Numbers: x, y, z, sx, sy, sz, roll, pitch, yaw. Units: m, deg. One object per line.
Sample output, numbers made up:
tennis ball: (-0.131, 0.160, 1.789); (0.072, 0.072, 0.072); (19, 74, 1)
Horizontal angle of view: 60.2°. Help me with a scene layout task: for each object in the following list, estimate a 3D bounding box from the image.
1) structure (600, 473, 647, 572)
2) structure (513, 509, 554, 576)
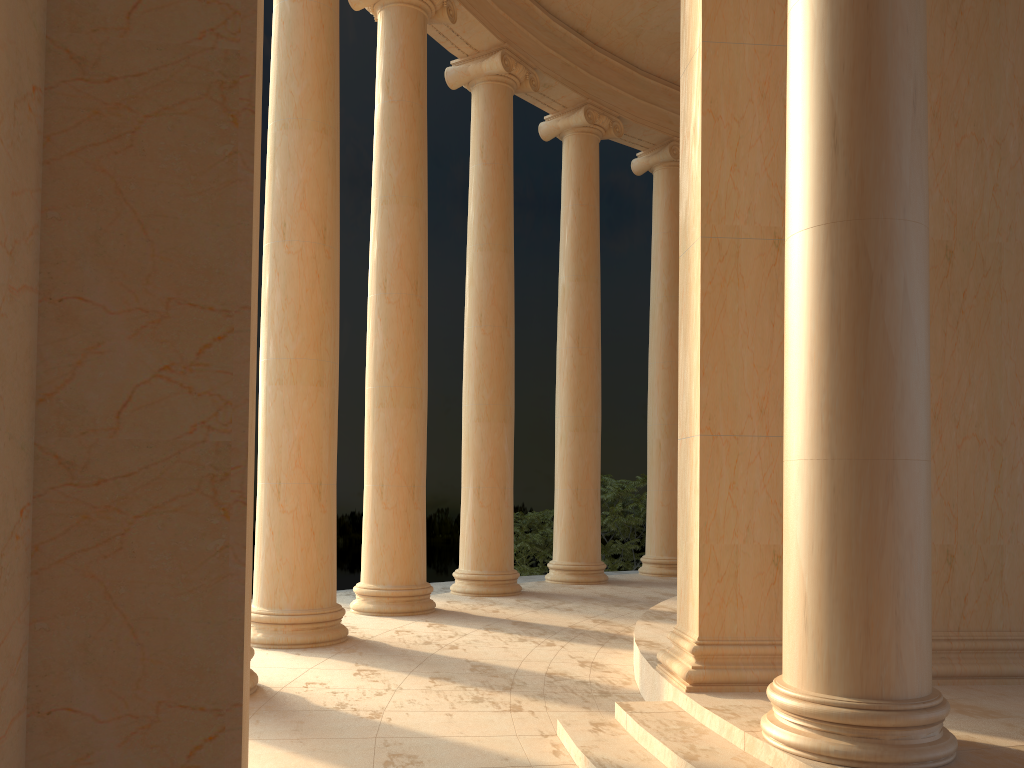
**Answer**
structure: (210.849, 308.468, 1605.001); (247.160, 298.561, 238.546); (1, -4, -2)
structure: (23.187, 308.524, 1516.215); (149.206, 187.742, 156.284); (0, -4, 7)
